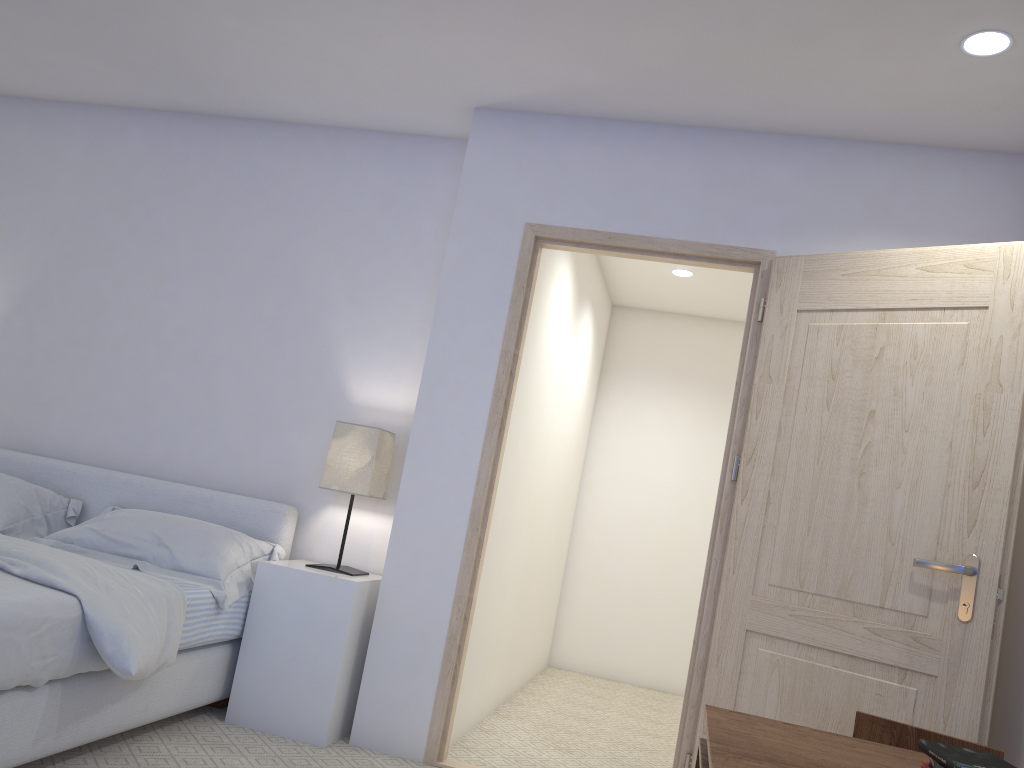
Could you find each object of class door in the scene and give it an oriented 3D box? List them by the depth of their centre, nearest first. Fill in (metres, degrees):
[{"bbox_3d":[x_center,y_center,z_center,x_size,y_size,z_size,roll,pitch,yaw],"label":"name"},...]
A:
[{"bbox_3d":[0.696,0.494,3.049,1.778,2.045,0.363,7,-7,29],"label":"door"}]

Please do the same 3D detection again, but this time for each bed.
[{"bbox_3d":[-1.879,0.626,2.904,1.965,0.810,2.035,9,-8,12],"label":"bed"}]

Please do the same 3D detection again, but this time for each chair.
[{"bbox_3d":[0.878,1.117,2.036,0.339,0.607,0.343,6,-8,37],"label":"chair"}]

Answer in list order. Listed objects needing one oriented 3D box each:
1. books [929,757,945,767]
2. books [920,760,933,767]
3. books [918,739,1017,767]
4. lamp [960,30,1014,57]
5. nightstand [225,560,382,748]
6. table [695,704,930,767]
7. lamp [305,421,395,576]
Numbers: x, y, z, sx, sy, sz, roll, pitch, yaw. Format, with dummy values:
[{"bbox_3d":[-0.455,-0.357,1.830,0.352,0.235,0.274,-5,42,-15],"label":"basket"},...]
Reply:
[{"bbox_3d":[0.753,0.638,1.437,0.124,0.020,0.207,7,-9,22],"label":"books"},{"bbox_3d":[0.750,0.662,1.440,0.131,0.031,0.191,8,-9,18],"label":"books"},{"bbox_3d":[0.755,0.619,1.438,0.125,0.018,0.181,9,-8,8],"label":"books"},{"bbox_3d":[1.346,-0.960,2.514,0.137,0.014,0.137,13,-9,-15],"label":"lamp"},{"bbox_3d":[-1.811,0.863,3.680,2.545,0.597,0.403,9,-6,12],"label":"nightstand"},{"bbox_3d":[0.749,1.025,1.544,0.898,0.597,0.746,9,-7,13],"label":"table"},{"bbox_3d":[-0.639,0.458,3.544,0.210,0.580,0.212,9,-6,13],"label":"lamp"}]
